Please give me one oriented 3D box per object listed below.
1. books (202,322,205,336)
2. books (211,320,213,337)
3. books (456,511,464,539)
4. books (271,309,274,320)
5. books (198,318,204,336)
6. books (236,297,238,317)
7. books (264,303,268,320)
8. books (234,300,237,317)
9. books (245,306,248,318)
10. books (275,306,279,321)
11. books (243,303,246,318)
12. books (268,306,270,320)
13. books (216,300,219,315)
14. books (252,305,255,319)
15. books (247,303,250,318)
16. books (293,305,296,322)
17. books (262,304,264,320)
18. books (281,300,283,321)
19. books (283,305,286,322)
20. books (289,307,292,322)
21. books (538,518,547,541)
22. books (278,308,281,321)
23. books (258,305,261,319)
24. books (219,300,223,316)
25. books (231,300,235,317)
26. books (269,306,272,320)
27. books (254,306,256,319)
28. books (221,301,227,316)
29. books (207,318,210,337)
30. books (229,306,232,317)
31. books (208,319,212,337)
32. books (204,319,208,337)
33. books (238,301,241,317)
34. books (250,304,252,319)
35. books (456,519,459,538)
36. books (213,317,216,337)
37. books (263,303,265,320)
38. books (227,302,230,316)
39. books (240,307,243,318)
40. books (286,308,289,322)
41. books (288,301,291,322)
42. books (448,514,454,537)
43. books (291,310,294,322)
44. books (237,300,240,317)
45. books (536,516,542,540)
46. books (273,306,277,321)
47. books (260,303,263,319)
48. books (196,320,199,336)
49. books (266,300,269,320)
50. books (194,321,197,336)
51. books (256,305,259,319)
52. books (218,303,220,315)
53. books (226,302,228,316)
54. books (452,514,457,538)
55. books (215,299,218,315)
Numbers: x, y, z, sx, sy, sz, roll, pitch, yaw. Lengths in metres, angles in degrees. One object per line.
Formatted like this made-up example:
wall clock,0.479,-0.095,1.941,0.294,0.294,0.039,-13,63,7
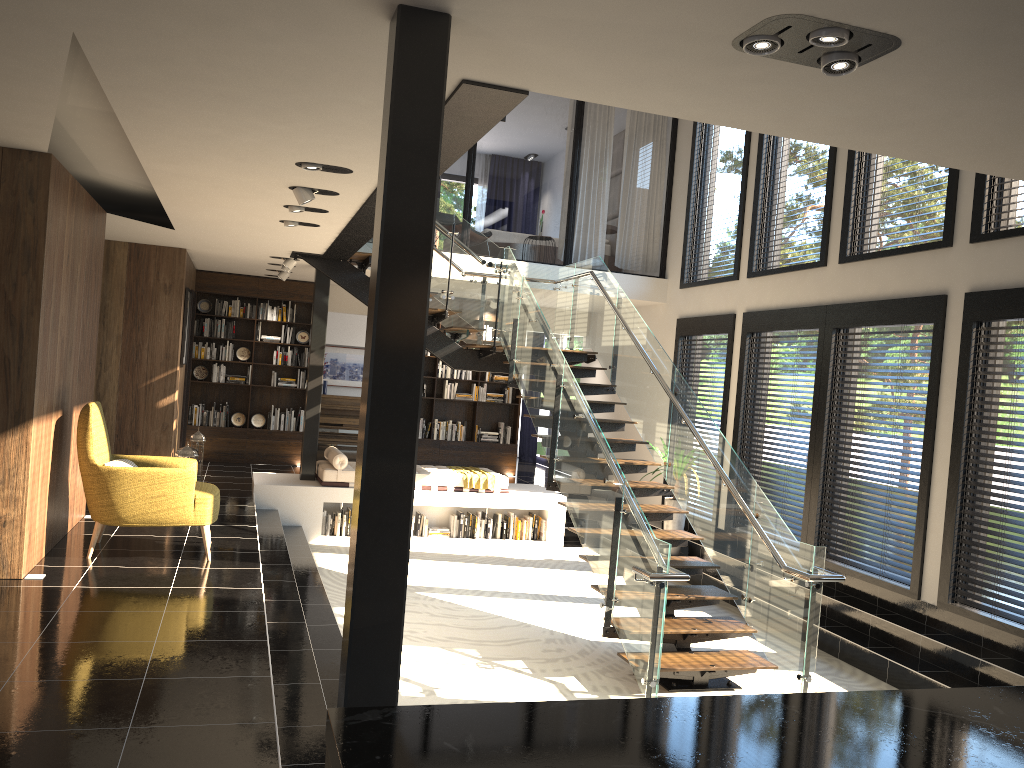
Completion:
books,-4.372,-0.774,12.582,0.025,0.204,0.192,4,1,-17
books,-4.255,-0.784,12.597,0.039,0.243,0.179,4,1,-17
books,-0.649,1.726,10.909,0.043,0.316,0.209,4,1,-17
books,-3.486,-1.003,12.880,0.034,0.171,0.158,4,1,-17
books,-4.420,-0.804,12.593,0.066,0.255,0.127,4,1,-17
books,-3.933,-1.092,12.687,0.012,0.278,0.228,4,1,-17
books,-3.565,-1.044,12.834,0.035,0.241,0.208,4,1,-17
books,-3.953,-1.074,12.683,0.025,0.239,0.220,4,1,-17
books,-3.816,-1.029,12.740,0.029,0.172,0.187,4,1,-17
books,-3.419,-1.024,12.911,0.042,0.223,0.163,4,1,-17
books,-3.852,-1.055,12.762,0.030,0.217,0.165,4,1,-17
books,-3.531,-1.029,12.851,0.019,0.216,0.214,4,1,-17
books,-4.186,-1.080,12.613,0.024,0.216,0.210,4,1,-17
books,-3.726,-1.037,12.764,0.023,0.202,0.201,4,1,-17
books,-3.794,-1.048,12.766,0.027,0.212,0.180,4,1,-17
books,-3.180,-1.024,12.945,0.013,0.262,0.217,4,1,-17
books,-3.596,-1.041,12.808,0.014,0.231,0.280,4,1,-17
books,-3.347,-1.058,12.885,0.015,0.303,0.251,4,1,-17
books,-3.324,-1.028,12.937,0.064,0.247,0.209,4,1,-17
books,-3.245,-1.007,12.977,0.037,0.218,0.144,4,1,-17
books,0.369,1.832,11.210,0.037,0.264,0.272,4,1,-17
books,-3.385,-1.005,12.920,0.029,0.191,0.177,4,1,-17
books,-3.647,-1.032,12.801,0.021,0.204,0.224,4,1,-17
books,-4.150,-1.081,12.651,0.026,0.222,0.202,4,1,-17
books,-3.987,-1.072,12.685,0.039,0.230,0.205,4,1,-17
books,-3.514,-1.023,12.874,0.027,0.207,0.203,4,1,-17
books,-3.714,-1.032,12.803,0.024,0.194,0.182,4,1,-17
books,-4.112,-1.075,12.670,0.059,0.216,0.159,4,1,-17
books,-4.313,-0.801,12.594,0.022,0.267,0.197,4,1,-17
books,-4.031,-1.038,12.692,0.035,0.156,0.186,4,1,-17
books,-4.291,-0.796,12.606,0.027,0.260,0.181,4,1,-17
books,-4.341,-0.797,12.590,0.035,0.255,0.183,4,1,-17
books,-3.910,-1.068,12.732,0.020,0.235,0.206,4,1,-17
books,-3.760,-1.045,12.769,0.039,0.212,0.171,4,1,-17
books,-0.694,1.768,10.927,0.027,0.226,0.165,4,1,-17
books,-4.236,-0.805,12.634,0.015,0.287,0.154,4,1,-17
books,-3.582,-1.044,12.807,0.013,0.239,0.255,4,1,-17
books,-4.066,-1.065,12.709,0.025,0.203,0.156,4,1,-17
books,-3.891,-1.024,12.762,0.040,0.149,0.125,4,1,-17
books,-3.282,-1.000,12.939,0.021,0.197,0.200,4,1,-17
books,-3.249,-1.049,12.909,0.017,0.302,0.266,4,1,-17
books,-0.750,1.745,10.921,0.026,0.263,0.156,4,1,-17
books,-3.208,-0.988,12.962,0.027,0.186,0.220,4,1,-17
books,-3.926,-1.075,12.716,0.020,0.245,0.228,4,1,-17
books,0.321,1.816,11.234,0.043,0.287,0.147,4,1,-17
books,-3.451,-1.020,12.885,0.034,0.211,0.205,4,1,-17
books,-3.624,-1.047,12.820,0.033,0.237,0.231,4,1,-17
books,-4.458,-0.795,12.561,0.023,0.231,0.143,4,1,-17
books,-3.528,-1.059,12.797,0.011,0.276,0.287,4,1,-17
books,-4.485,-0.789,12.572,0.023,0.215,0.148,4,1,-17
books,-3.681,-1.039,12.839,0.023,0.213,0.194,4,1,-17
books,-4.180,-1.062,12.663,0.020,0.181,0.153,4,1,-17
books,-4.079,-1.070,12.687,0.014,0.212,0.184,4,1,-17
books,-0.715,1.742,10.903,0.030,0.273,0.168,4,1,-17
books,-4.215,-1.092,12.642,0.017,0.234,0.199,4,1,-17
